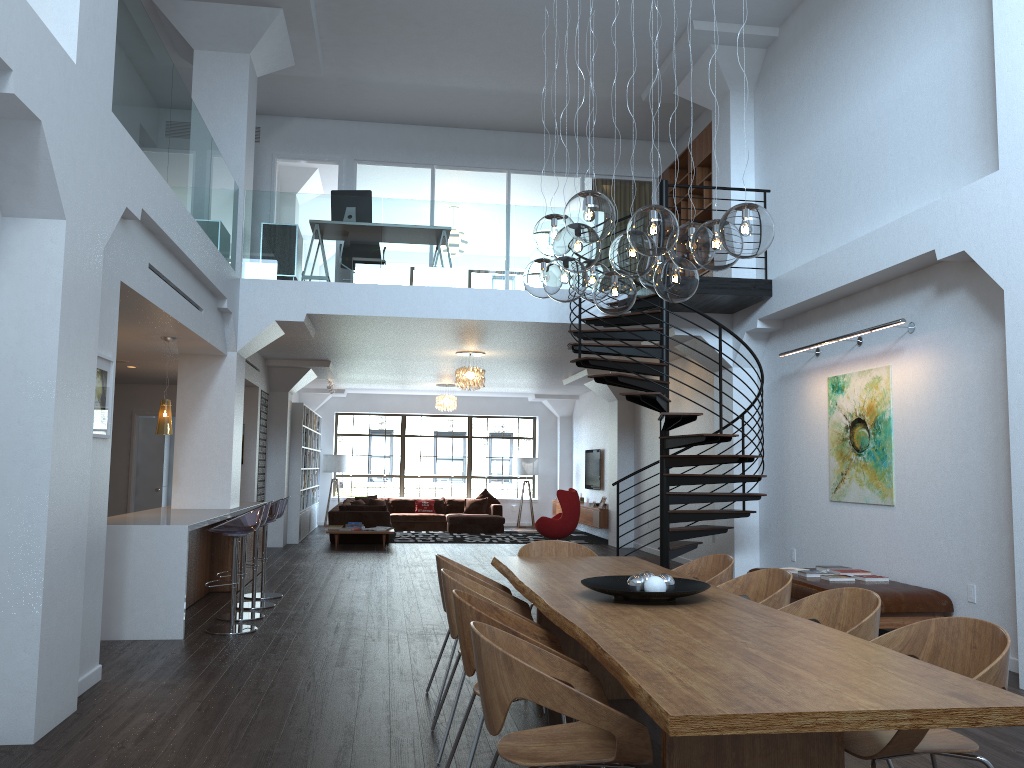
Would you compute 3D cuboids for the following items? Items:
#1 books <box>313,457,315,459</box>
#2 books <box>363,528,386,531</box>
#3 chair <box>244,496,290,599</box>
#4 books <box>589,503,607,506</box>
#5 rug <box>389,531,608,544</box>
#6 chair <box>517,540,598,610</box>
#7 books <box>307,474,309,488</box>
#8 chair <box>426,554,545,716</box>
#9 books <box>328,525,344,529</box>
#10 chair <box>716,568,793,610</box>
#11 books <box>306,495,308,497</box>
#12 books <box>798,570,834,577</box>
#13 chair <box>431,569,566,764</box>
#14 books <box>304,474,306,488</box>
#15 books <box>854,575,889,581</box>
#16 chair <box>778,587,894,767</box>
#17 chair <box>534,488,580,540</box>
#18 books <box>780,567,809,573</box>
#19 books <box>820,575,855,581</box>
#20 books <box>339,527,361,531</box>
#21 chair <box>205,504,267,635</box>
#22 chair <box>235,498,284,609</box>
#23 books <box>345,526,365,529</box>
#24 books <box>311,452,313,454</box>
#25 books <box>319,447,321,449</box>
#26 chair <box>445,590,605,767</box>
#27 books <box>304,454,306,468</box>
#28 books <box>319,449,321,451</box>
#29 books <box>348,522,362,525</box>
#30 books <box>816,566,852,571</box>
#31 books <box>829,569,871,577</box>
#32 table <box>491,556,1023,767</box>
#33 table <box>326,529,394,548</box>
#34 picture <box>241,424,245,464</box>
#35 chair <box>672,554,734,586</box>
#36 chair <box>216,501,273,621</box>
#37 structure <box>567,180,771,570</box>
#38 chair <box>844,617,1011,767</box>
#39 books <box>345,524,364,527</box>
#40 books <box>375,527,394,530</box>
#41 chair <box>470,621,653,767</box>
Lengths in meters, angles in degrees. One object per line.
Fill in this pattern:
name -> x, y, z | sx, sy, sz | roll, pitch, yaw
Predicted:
books -> -4.177, 1.626, 18.418 | 0.140, 0.231, 0.042 | 2, -5, -8
books -> -2.300, 2.423, 14.807 | 0.342, 0.040, 0.231 | -3, -6, 32
chair -> -2.530, 1.653, 9.060 | 0.481, 1.014, 0.530 | 1, -5, -6
books -> 1.678, 2.359, 17.349 | 0.250, 0.053, 0.400 | 2, -5, -8
rug -> -0.350, 2.968, 17.227 | 4.200, 0.007, 3.100 | 1, -5, -7
chair -> 0.333, 1.489, 5.930 | 0.629, 0.833, 0.618 | 2, -6, -13
books -> -3.971, 1.846, 16.890 | 0.183, 0.253, 0.034 | 2, -5, -9
chair -> -0.159, 1.404, 5.106 | 0.618, 0.833, 0.629 | 2, -6, -10
books -> -2.992, 2.434, 15.064 | 0.241, 0.045, 0.334 | 1, -5, -7
chair -> 1.117, 1.364, 4.507 | 0.618, 0.833, 0.629 | 1, -5, -7
books -> -4.025, 2.259, 17.134 | 0.140, 0.231, 0.042 | 2, -5, -8
books -> 2.598, 1.623, 7.583 | 0.247, 0.040, 0.185 | 1, -5, -5
chair -> -0.066, 1.332, 4.334 | 0.618, 0.833, 0.629 | 2, -5, -8
books -> -3.907, 1.799, 16.394 | 0.183, 0.253, 0.034 | 2, -5, -8
books -> 2.975, 1.608, 7.343 | 0.224, 0.036, 0.161 | 2, -6, -14
chair -> 1.244, 1.295, 3.757 | 0.618, 0.833, 0.629 | 2, -5, -8
chair -> 0.791, 2.309, 15.401 | 0.801, 1.006, 0.798 | -1, -6, 17
books -> 2.503, 1.657, 7.890 | 0.161, 0.031, 0.223 | 4, -6, -30
books -> 2.692, 1.602, 7.329 | 0.224, 0.032, 0.161 | 2, -5, -8
books -> -2.699, 2.415, 14.761 | 0.236, 0.035, 0.340 | -1, -6, 17
chair -> -2.250, 1.479, 7.189 | 0.481, 1.014, 0.530 | 1, -5, -6
chair -> -2.441, 1.596, 8.439 | 0.481, 1.014, 0.530 | 2, -6, -10
books -> -2.686, 2.452, 15.167 | 0.312, 0.037, 0.216 | 3, -6, -18
books -> -4.057, 1.357, 17.464 | 0.224, 0.030, 0.161 | 1, -5, 2
books -> -4.360, 1.406, 19.470 | 0.284, 0.033, 0.197 | 0, -5, 7
chair -> 0.042, 1.261, 3.582 | 0.618, 0.833, 0.629 | 2, -5, -8
books -> -3.860, 1.404, 16.163 | 0.182, 0.253, 0.034 | 2, -5, -8
books -> -4.361, 1.440, 19.467 | 0.284, 0.035, 0.197 | -1, -6, 22
books -> -2.686, 2.386, 15.175 | 0.224, 0.027, 0.157 | 1, -5, -3
books -> 2.899, 1.666, 7.987 | 0.254, 0.044, 0.183 | 2, -6, -13
books -> 2.926, 1.634, 7.670 | 0.283, 0.043, 0.197 | 2, -5, -9
table -> 0.606, 1.353, 4.029 | 1.012, 0.750, 3.803 | 2, -5, -8
table -> -2.538, 2.583, 14.893 | 1.100, 0.271, 0.853 | 2, -5, -8
picture -> -4.235, 0.893, 13.233 | 0.450, 0.600, 0.030 | 2, -5, -8
chair -> 1.015, 1.433, 5.265 | 0.617, 0.830, 0.629 | 2, -5, -8
chair -> -2.367, 1.537, 7.808 | 0.481, 1.014, 0.530 | 2, -6, -10
structure -> 1.563, 0.039, 9.098 | 1.998, 4.352, 1.998 | -4, -7, 42
chair -> 1.341, 1.223, 2.986 | 0.618, 0.833, 0.629 | 2, -5, -8
books -> -2.691, 2.417, 15.173 | 0.279, 0.035, 0.191 | 1, -5, 2
books -> -2.195, 2.460, 15.168 | 0.256, 0.035, 0.350 | -1, -6, 17
chair -> 0.150, 1.191, 2.825 | 0.618, 0.833, 0.629 | 2, -5, -8
